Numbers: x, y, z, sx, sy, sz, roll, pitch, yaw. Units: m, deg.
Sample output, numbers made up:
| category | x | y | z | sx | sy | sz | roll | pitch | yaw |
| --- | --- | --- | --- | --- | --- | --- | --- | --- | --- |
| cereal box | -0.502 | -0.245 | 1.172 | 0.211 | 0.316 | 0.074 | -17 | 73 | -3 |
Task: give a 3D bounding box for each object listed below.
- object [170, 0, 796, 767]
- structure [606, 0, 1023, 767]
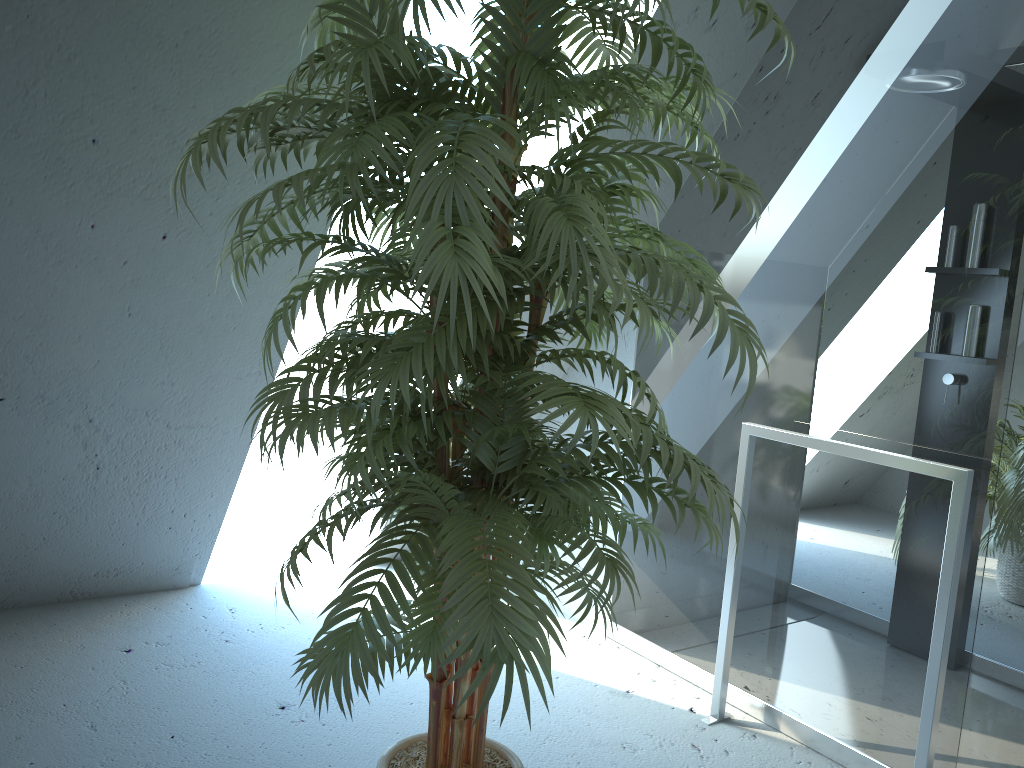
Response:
| category | x | y | z | sx | sy | sz | roll | pitch | yaw |
| --- | --- | --- | --- | --- | --- | --- | --- | --- | --- |
| object | -0.059 | -0.021 | 1.627 | 1.020 | 2.034 | 0.980 | 6 | 6 | 13 |
| structure | 1.289 | -0.041 | 2.498 | 1.184 | 2.114 | 1.835 | 0 | 8 | -36 |
